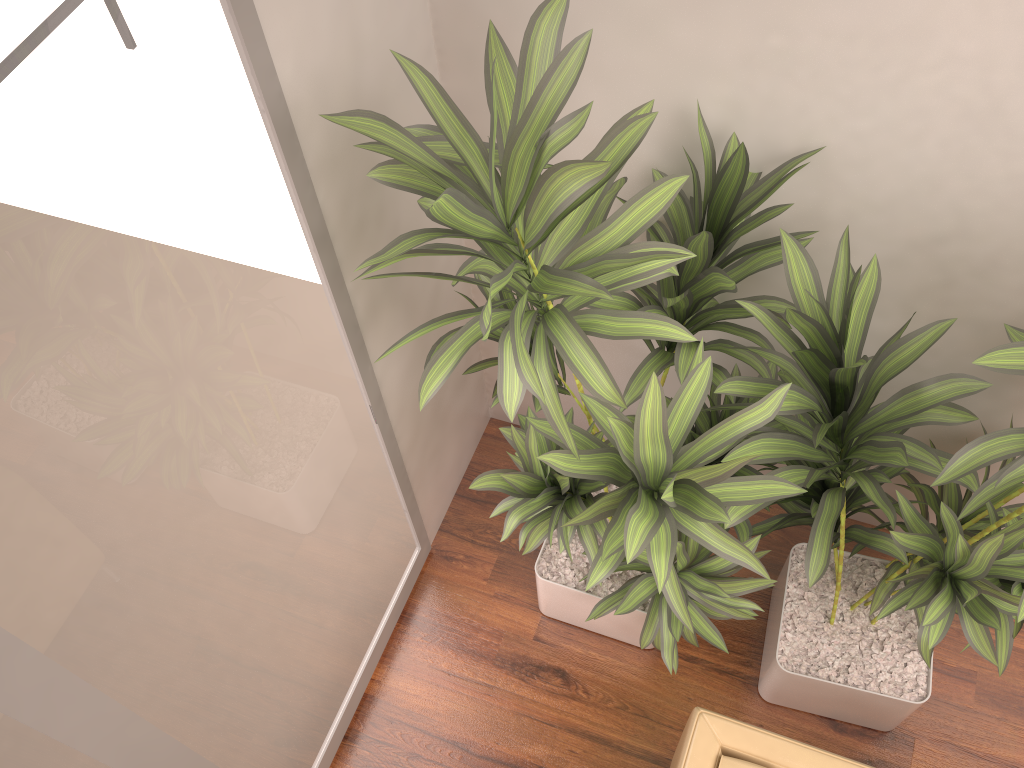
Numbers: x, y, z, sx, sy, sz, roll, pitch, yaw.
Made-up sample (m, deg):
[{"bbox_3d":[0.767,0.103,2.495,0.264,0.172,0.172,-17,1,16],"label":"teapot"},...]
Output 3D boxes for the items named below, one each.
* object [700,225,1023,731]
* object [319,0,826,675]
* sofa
[{"bbox_3d":[0.970,0.206,1.982,1.066,2.197,0.937,27,62,21],"label":"object"},{"bbox_3d":[0.334,0.047,2.139,0.951,2.197,1.052,33,64,23],"label":"object"},{"bbox_3d":[0.533,1.746,1.822,0.874,0.875,1.734,16,60,15],"label":"sofa"}]
